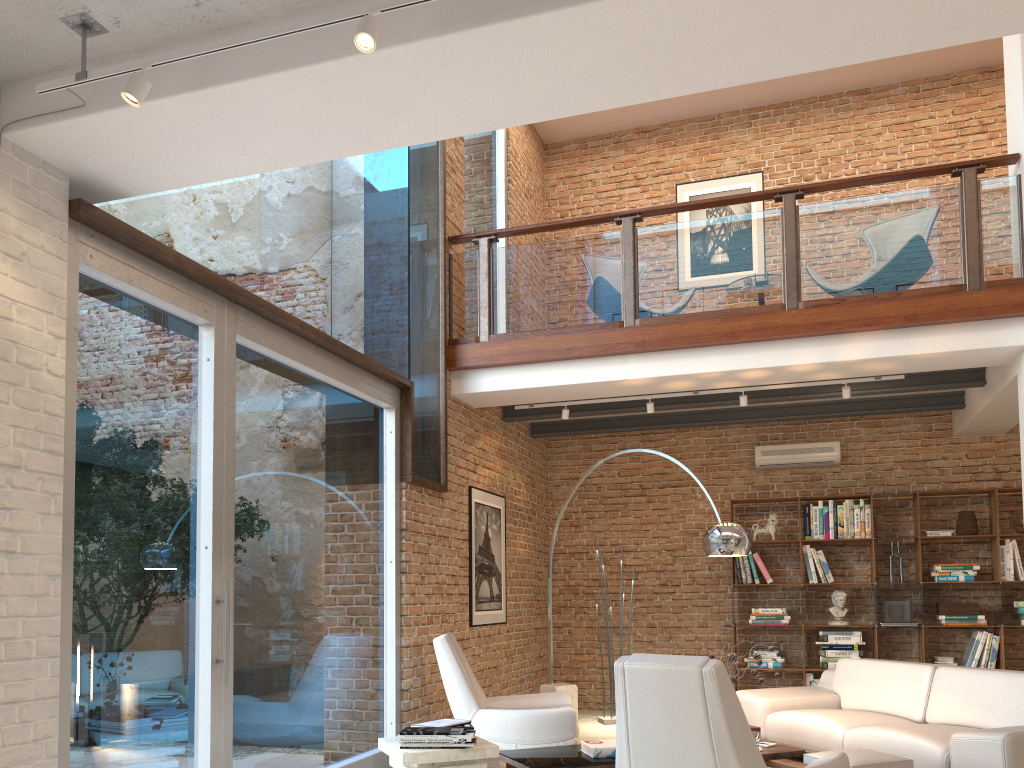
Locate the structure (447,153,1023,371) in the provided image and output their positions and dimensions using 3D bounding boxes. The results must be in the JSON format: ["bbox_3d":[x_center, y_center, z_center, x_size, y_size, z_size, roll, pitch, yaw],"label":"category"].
[{"bbox_3d":[2.897,-0.461,1.622,10.185,4.038,14.191,-4,-13,17],"label":"structure"}]

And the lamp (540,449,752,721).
[{"bbox_3d":[0.932,1.635,6.441,0.321,2.297,2.064,2,-8,-35],"label":"lamp"}]

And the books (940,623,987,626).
[{"bbox_3d":[4.225,2.252,8.175,0.356,0.020,0.279,-5,-14,16],"label":"books"}]

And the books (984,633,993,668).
[{"bbox_3d":[4.404,2.490,8.111,0.098,0.347,0.277,-2,-7,18],"label":"books"}]

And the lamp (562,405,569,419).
[{"bbox_3d":[0.455,0.247,7.420,0.059,0.126,0.088,1,-7,-12],"label":"lamp"}]

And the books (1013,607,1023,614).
[{"bbox_3d":[4.810,2.078,8.001,0.327,0.054,0.261,-5,-14,18],"label":"books"}]

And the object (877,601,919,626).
[{"bbox_3d":[3.676,2.187,8.318,0.336,0.228,0.290,-4,-10,18],"label":"object"}]

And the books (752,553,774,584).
[{"bbox_3d":[2.526,1.856,8.774,0.195,0.311,0.260,-3,-8,18],"label":"books"}]

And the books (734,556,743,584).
[{"bbox_3d":[2.295,1.840,8.831,0.091,0.376,0.248,-2,-7,18],"label":"books"}]

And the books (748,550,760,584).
[{"bbox_3d":[2.431,1.828,8.782,0.121,0.373,0.248,-2,-7,18],"label":"books"}]

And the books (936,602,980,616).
[{"bbox_3d":[4.183,2.112,8.184,0.336,0.116,0.218,-5,-12,18],"label":"books"}]

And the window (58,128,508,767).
[{"bbox_3d":[-2.180,-1.226,2.791,0.649,6.238,12.630,-2,-11,18],"label":"window"}]

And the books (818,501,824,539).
[{"bbox_3d":[3.048,1.353,8.605,0.036,0.375,0.248,-2,-6,18],"label":"books"}]

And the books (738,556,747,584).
[{"bbox_3d":[2.333,1.838,8.827,0.091,0.376,0.248,-2,-7,18],"label":"books"}]

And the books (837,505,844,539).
[{"bbox_3d":[3.214,1.362,8.538,0.056,0.322,0.259,-2,-7,18],"label":"books"}]

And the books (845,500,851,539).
[{"bbox_3d":[3.287,1.336,8.546,0.036,0.375,0.248,-2,-6,18],"label":"books"}]

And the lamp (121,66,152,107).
[{"bbox_3d":[-1.137,-0.900,2.641,0.087,0.126,0.060,2,-6,-22],"label":"lamp"}]

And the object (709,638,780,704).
[{"bbox_3d":[1.336,1.803,5.182,0.542,0.594,0.323,1,-6,-11],"label":"object"}]

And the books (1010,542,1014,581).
[{"bbox_3d":[4.606,1.650,8.080,0.021,0.351,0.277,-2,-7,18],"label":"books"}]

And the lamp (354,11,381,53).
[{"bbox_3d":[-0.396,-0.972,2.393,0.061,0.118,0.087,-3,-7,20],"label":"lamp"}]

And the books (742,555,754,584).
[{"bbox_3d":[2.388,1.863,8.828,0.103,0.326,0.259,-2,-7,18],"label":"books"}]

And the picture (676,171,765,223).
[{"bbox_3d":[2.212,-1.611,9.262,0.916,1.171,0.028,-3,-4,18],"label":"picture"}]

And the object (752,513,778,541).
[{"bbox_3d":[2.531,1.429,8.716,0.253,0.277,0.132,-4,-6,26],"label":"object"}]

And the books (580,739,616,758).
[{"bbox_3d":[0.580,2.071,4.960,0.327,0.055,0.261,2,-14,-12],"label":"books"}]

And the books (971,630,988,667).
[{"bbox_3d":[4.328,2.481,8.116,0.161,0.364,0.248,-2,-7,18],"label":"books"}]

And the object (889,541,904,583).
[{"bbox_3d":[3.666,1.701,8.327,0.122,0.391,0.063,-2,-4,21],"label":"object"}]

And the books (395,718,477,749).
[{"bbox_3d":[-0.367,1.807,4.523,0.389,0.077,0.584,-1,-13,2],"label":"books"}]

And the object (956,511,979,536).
[{"bbox_3d":[4.253,1.307,8.148,0.194,0.228,0.197,3,-8,-24],"label":"object"}]

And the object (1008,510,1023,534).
[{"bbox_3d":[4.812,1.274,8.012,0.438,0.214,0.447,6,-14,-30],"label":"object"}]

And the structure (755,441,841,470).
[{"bbox_3d":[2.885,0.728,8.819,0.815,0.214,0.204,-5,-9,18],"label":"structure"}]

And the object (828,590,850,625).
[{"bbox_3d":[3.185,2.181,8.508,0.197,0.342,0.196,-4,-7,33],"label":"object"}]

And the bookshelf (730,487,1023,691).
[{"bbox_3d":[3.681,2.144,8.337,3.043,2.154,0.370,-4,-4,18],"label":"bookshelf"}]

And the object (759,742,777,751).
[{"bbox_3d":[1.363,2.008,4.859,0.271,0.034,0.255,2,-14,-10],"label":"object"}]

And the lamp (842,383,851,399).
[{"bbox_3d":[2.586,0.055,6.743,0.061,0.113,0.096,-3,-8,24],"label":"lamp"}]

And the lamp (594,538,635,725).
[{"bbox_3d":[0.996,2.402,8.513,0.418,1.782,0.202,0,-4,-12],"label":"lamp"}]

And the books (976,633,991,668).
[{"bbox_3d":[4.381,2.487,8.109,0.098,0.347,0.277,-2,-7,18],"label":"books"}]

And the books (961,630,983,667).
[{"bbox_3d":[4.295,2.491,8.152,0.163,0.364,0.248,-2,-7,18],"label":"books"}]

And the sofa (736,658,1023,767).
[{"bbox_3d":[2.591,2.218,5.664,1.147,0.736,2.386,4,-13,-21],"label":"sofa"}]

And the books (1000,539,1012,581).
[{"bbox_3d":[4.575,1.637,8.081,0.036,0.375,0.248,-2,-6,18],"label":"books"}]

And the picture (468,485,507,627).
[{"bbox_3d":[-0.208,1.540,7.705,0.027,1.169,0.931,-2,-7,18],"label":"picture"}]

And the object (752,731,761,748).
[{"bbox_3d":[1.321,1.955,4.788,0.091,0.083,0.093,3,-10,-22],"label":"object"}]

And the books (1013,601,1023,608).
[{"bbox_3d":[4.793,2.024,8.009,0.329,0.054,0.260,-8,-15,27],"label":"books"}]

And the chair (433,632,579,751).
[{"bbox_3d":[-0.041,2.204,5.987,0.983,0.975,1.052,-1,-9,2],"label":"chair"}]

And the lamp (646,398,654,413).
[{"bbox_3d":[1.143,0.183,7.200,0.061,0.118,0.087,-3,-7,20],"label":"lamp"}]

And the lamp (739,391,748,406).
[{"bbox_3d":[1.851,0.124,6.970,0.061,0.126,0.087,-2,-7,20],"label":"lamp"}]

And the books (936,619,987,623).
[{"bbox_3d":[4.216,2.228,8.194,0.380,0.035,0.250,-4,-14,13],"label":"books"}]

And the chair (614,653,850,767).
[{"bbox_3d":[0.863,1.671,3.835,1.036,0.993,0.987,-7,-10,34],"label":"chair"}]

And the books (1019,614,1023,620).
[{"bbox_3d":[4.850,2.126,7.974,0.327,0.054,0.261,-4,-14,13],"label":"books"}]

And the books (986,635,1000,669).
[{"bbox_3d":[4.442,2.491,8.083,0.116,0.326,0.259,-2,-7,18],"label":"books"}]

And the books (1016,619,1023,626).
[{"bbox_3d":[4.826,2.183,7.978,0.328,0.054,0.261,-5,-14,20],"label":"books"}]

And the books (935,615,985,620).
[{"bbox_3d":[4.192,2.186,8.168,0.381,0.035,0.250,-5,-14,16],"label":"books"}]
